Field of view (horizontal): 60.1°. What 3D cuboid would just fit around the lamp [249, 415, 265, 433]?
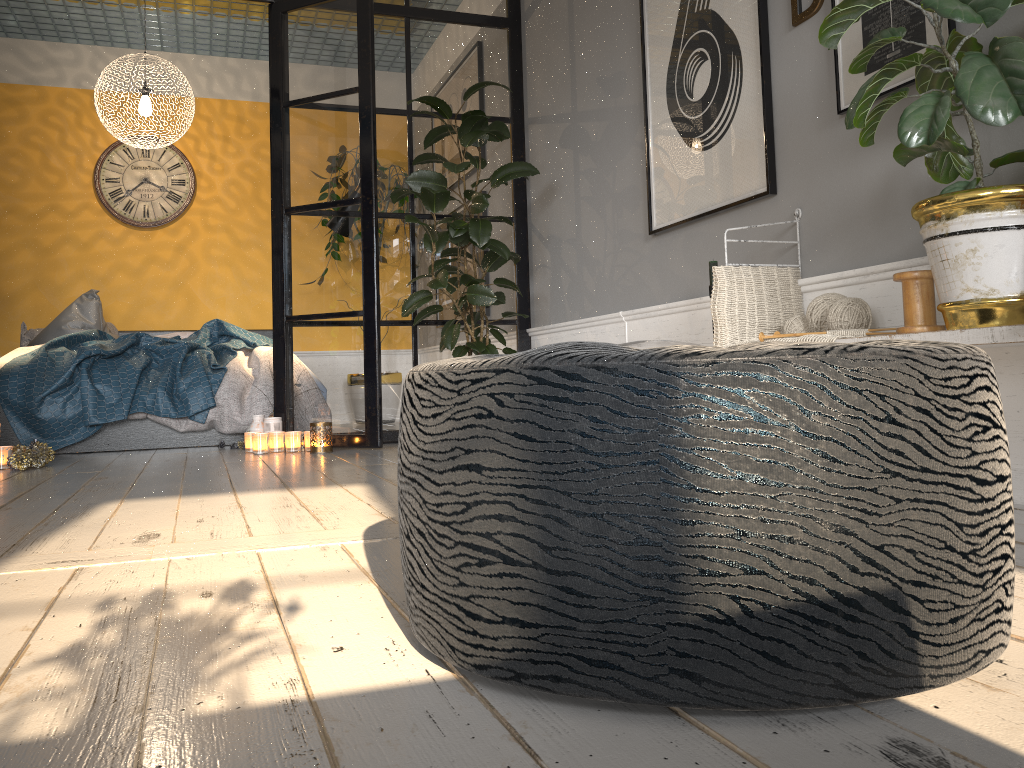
[{"bbox_3d":[-1.270,0.246,4.435,0.092,0.180,0.092,-2,-3,1],"label":"lamp"}]

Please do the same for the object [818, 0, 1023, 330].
[{"bbox_3d":[0.958,-0.595,1.855,0.545,0.967,0.508,0,-3,-34],"label":"object"}]

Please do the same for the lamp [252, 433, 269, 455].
[{"bbox_3d":[-1.191,0.283,4.193,0.080,0.099,0.080,-3,-2,21],"label":"lamp"}]

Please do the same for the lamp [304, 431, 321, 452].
[{"bbox_3d":[-0.957,0.276,4.248,0.080,0.099,0.080,-3,-2,21],"label":"lamp"}]

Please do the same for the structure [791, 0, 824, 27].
[{"bbox_3d":[1.003,-1.249,2.423,0.024,0.263,0.737,0,-1,-20],"label":"structure"}]

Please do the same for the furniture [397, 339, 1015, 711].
[{"bbox_3d":[0.223,0.125,1.140,0.735,0.358,0.733,-1,-1,-33],"label":"furniture"}]

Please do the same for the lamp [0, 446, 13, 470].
[{"bbox_3d":[-2.165,0.315,3.756,0.080,0.099,0.080,-3,-2,21],"label":"lamp"}]

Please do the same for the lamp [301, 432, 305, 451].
[{"bbox_3d":[-1.025,0.281,4.336,0.063,0.091,0.063,0,-3,-38],"label":"lamp"}]

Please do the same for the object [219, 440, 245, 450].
[{"bbox_3d":[-1.436,0.318,4.615,0.325,0.054,0.087,-2,-1,34],"label":"object"}]

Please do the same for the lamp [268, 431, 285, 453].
[{"bbox_3d":[-1.132,0.281,4.260,0.080,0.099,0.080,-3,-2,21],"label":"lamp"}]

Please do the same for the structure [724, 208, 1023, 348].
[{"bbox_3d":[1.218,-0.307,1.402,0.308,0.487,2.768,-1,0,-20],"label":"structure"}]

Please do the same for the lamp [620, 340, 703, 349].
[{"bbox_3d":[0.498,0.065,3.122,0.432,0.439,0.431,-2,-2,2],"label":"lamp"}]

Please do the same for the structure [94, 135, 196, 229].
[{"bbox_3d":[-2.822,-1.562,6.814,0.727,0.727,0.070,-1,-4,-20],"label":"structure"}]

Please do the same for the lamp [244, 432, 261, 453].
[{"bbox_3d":[-1.261,0.285,4.306,0.080,0.099,0.080,-3,-3,35],"label":"lamp"}]

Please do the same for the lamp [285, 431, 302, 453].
[{"bbox_3d":[-1.047,0.278,4.239,0.080,0.099,0.080,-3,-2,21],"label":"lamp"}]

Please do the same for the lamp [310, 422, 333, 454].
[{"bbox_3d":[-0.899,0.253,4.169,0.107,0.141,0.107,-3,-3,34],"label":"lamp"}]

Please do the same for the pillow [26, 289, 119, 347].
[{"bbox_3d":[-2.923,-0.332,5.911,0.783,0.601,0.497,-1,-2,-14],"label":"pillow"}]

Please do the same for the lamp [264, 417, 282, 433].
[{"bbox_3d":[-1.176,0.249,4.361,0.092,0.167,0.089,-4,-3,37],"label":"lamp"}]

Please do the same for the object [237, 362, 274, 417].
[{"bbox_3d":[-1.194,0.072,4.715,0.437,0.524,0.278,-3,-3,21],"label":"object"}]

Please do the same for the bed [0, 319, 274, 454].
[{"bbox_3d":[-2.235,-0.032,5.677,1.898,0.772,2.316,-2,0,-19],"label":"bed"}]

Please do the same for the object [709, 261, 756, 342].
[{"bbox_3d":[0.734,-0.074,2.880,0.091,0.704,0.278,0,-4,-27],"label":"object"}]

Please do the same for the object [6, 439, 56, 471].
[{"bbox_3d":[-2.163,0.313,3.969,0.192,0.118,0.715,-1,0,-31],"label":"object"}]

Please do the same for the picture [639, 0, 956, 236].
[{"bbox_3d":[-1.266,-1.287,2.772,4.040,1.801,7.274,-2,0,-20],"label":"picture"}]

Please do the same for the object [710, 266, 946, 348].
[{"bbox_3d":[0.858,-0.207,2.339,0.329,0.307,0.783,-1,0,-19],"label":"object"}]

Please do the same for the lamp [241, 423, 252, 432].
[{"bbox_3d":[-1.350,0.273,4.652,0.095,0.132,0.108,-4,-3,41],"label":"lamp"}]

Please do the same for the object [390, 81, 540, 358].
[{"bbox_3d":[-1.647,-0.549,3.858,3.897,1.802,1.007,-2,-3,-20],"label":"object"}]

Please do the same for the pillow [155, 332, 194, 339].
[{"bbox_3d":[-2.261,-0.259,6.143,0.484,0.228,0.592,-2,0,29],"label":"pillow"}]

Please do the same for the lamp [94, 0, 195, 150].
[{"bbox_3d":[-2.416,-2.095,5.831,0.615,1.100,0.615,-3,-3,21],"label":"lamp"}]

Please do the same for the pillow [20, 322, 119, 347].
[{"bbox_3d":[-3.062,-0.233,6.300,0.513,0.457,0.755,-3,-1,42],"label":"pillow"}]
